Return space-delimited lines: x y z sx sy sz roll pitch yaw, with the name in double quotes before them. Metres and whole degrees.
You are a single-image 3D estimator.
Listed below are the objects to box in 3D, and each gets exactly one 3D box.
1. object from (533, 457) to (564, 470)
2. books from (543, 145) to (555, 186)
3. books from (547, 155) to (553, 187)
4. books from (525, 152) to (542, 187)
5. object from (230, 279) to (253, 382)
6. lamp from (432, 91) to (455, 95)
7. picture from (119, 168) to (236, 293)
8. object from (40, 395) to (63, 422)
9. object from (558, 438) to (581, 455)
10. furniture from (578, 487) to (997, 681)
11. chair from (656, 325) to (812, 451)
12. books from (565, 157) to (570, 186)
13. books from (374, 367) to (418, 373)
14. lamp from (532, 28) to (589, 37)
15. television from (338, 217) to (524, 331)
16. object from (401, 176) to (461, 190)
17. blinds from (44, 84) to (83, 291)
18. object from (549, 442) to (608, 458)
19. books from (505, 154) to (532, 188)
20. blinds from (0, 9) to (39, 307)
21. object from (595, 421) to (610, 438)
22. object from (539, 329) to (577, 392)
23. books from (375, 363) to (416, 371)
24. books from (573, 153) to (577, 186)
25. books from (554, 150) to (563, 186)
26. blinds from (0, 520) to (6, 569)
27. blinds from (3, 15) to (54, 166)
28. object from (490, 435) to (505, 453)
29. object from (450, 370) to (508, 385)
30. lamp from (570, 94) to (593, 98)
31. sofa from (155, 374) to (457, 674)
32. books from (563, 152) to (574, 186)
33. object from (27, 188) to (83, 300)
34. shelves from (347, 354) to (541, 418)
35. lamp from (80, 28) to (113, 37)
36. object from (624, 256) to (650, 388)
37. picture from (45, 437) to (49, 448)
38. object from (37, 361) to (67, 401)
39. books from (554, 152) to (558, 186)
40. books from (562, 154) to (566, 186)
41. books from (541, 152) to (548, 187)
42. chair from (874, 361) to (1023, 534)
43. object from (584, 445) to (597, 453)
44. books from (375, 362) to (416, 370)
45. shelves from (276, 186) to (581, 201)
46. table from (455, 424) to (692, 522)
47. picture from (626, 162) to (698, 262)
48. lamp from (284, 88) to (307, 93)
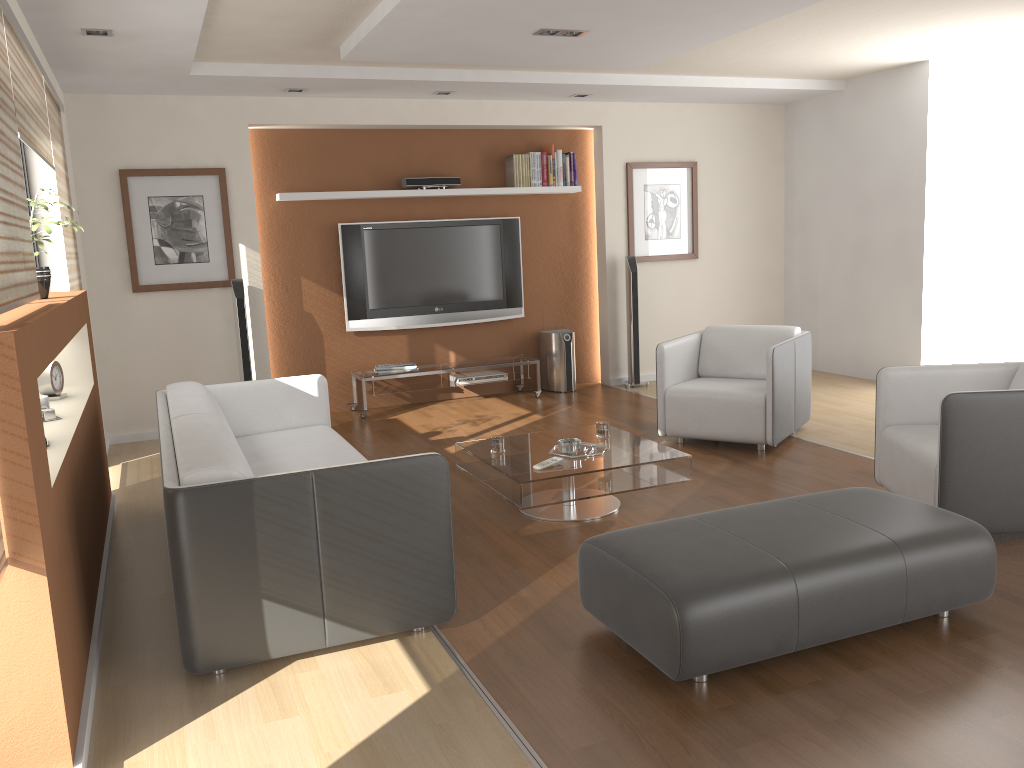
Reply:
"object" 0.168 0.374 4.182 0.158 0.029 0.064 -11 12 -40
"books" 0.331 -1.913 7.802 0.028 0.358 0.169 -6 10 -22
"books" 0.304 -1.863 7.789 0.041 0.266 0.186 -6 10 -22
"books" 0.181 -1.866 7.751 0.104 0.295 0.146 -6 10 -22
"object" -2.031 -0.209 6.722 0.228 1.165 0.215 -7 10 -26
"lamp" -0.534 -2.301 6.887 0.146 0.087 0.146 -6 10 -22
"picture" -2.464 -1.142 6.570 0.734 0.884 0.025 -6 10 -22
"object" -1.918 0.082 3.574 0.141 0.131 0.141 -12 13 -43
"object" 0.287 0.306 4.402 0.118 0.079 0.117 -5 10 -15
"furniture" 0.946 0.630 3.099 1.291 0.301 0.685 -6 10 -22
"chair" 1.492 -0.004 5.881 0.767 0.706 0.919 3 11 33
"books" 0.464 -1.874 7.863 0.028 0.248 0.169 -6 10 -22
"books" -0.963 -0.125 7.353 0.326 0.017 0.228 -6 10 -18
"lamp" 0.277 -2.037 5.036 0.291 0.087 0.146 -6 10 -22
"television" -0.660 -0.943 7.581 1.594 0.900 0.097 -6 10 -22
"object" -0.675 -1.676 7.413 0.470 0.109 0.182 -6 10 -22
"blinds" -2.557 -0.541 5.213 0.001 2.200 0.980 -6 10 -22
"object" 0.332 0.332 4.451 0.315 0.011 0.273 -5 10 -15
"books" 0.056 -1.842 7.700 0.167 0.275 0.195 -6 10 -22
"blinds" -1.571 -0.758 2.672 0.001 1.044 1.432 -6 10 -22
"object" 0.486 0.243 4.747 0.079 0.077 0.079 -9 11 -33
"object" 0.437 -0.213 7.979 0.286 0.518 0.323 -6 10 -22
"books" -0.963 -0.137 7.351 0.326 0.017 0.228 -3 9 -5
"books" 0.527 -1.900 7.885 0.029 0.286 0.169 -6 10 -22
"books" 0.390 -1.897 7.824 0.050 0.313 0.179 -6 10 -22
"blinds" -1.092 -0.305 1.595 0.001 1.635 0.980 -6 10 -22
"blinds" -2.132 -1.246 3.946 0.001 0.441 1.432 -6 10 -22
"object" -0.073 0.307 4.518 0.079 0.077 0.079 -9 11 -33
"object" -0.286 -0.059 7.626 0.435 0.052 0.274 -6 10 -22
"lamp" 0.569 -2.424 7.326 0.146 0.087 0.146 -6 10 -22
"sofa" -1.048 0.411 3.923 0.919 0.661 2.238 -6 10 -22
"books" 0.494 -1.900 7.872 0.041 0.293 0.169 -6 10 -22
"object" -2.056 -0.611 3.869 0.342 0.477 0.268 -8 11 -32
"shelves" -0.571 0.006 7.545 1.617 0.340 0.444 -6 10 -22
"lamp" -2.133 -1.844 4.545 0.146 0.087 0.146 -6 10 -22
"object" 1.079 -0.557 7.958 0.228 1.165 0.215 -5 10 -17
"picture" -1.680 0.113 3.049 0.133 0.216 0.159 -7 10 -27
"object" -2.138 -0.017 4.105 0.096 0.176 0.160 -4 9 -7
"books" 0.355 -1.884 7.818 0.022 0.293 0.167 -6 10 -22
"books" 0.429 -1.886 7.853 0.041 0.278 0.157 -6 10 -22
"books" 0.257 -1.873 7.777 0.053 0.293 0.169 -6 10 -22
"chair" 2.251 0.240 4.031 0.919 0.661 0.767 -2 9 3
"object" 0.398 0.318 4.430 0.051 0.035 0.147 1 10 19
"books" -0.964 -0.150 7.349 0.326 0.017 0.228 -4 9 -10
"shelves" -0.632 -1.603 7.446 2.612 0.050 0.200 -6 10 -22
"table" 0.287 0.478 4.537 0.900 0.300 0.900 -6 10 -22
"picture" 1.380 -1.571 8.098 0.734 0.884 0.025 -6 10 -22
"lamp" -1.583 -2.184 6.470 0.146 0.087 0.146 -6 10 -22
